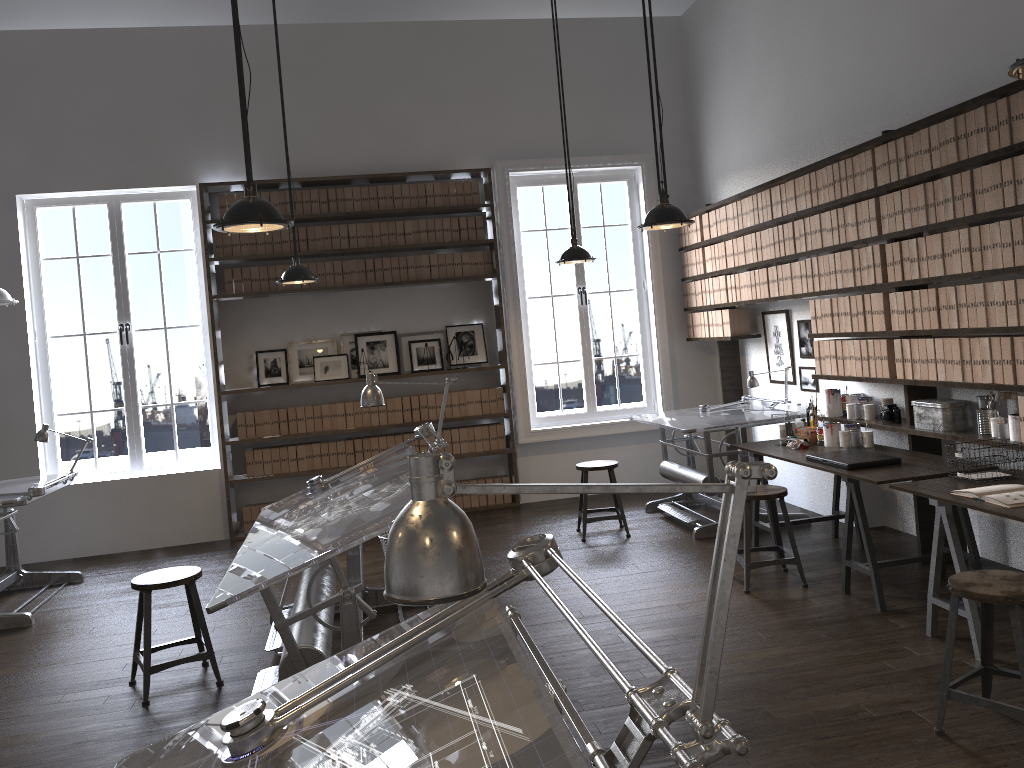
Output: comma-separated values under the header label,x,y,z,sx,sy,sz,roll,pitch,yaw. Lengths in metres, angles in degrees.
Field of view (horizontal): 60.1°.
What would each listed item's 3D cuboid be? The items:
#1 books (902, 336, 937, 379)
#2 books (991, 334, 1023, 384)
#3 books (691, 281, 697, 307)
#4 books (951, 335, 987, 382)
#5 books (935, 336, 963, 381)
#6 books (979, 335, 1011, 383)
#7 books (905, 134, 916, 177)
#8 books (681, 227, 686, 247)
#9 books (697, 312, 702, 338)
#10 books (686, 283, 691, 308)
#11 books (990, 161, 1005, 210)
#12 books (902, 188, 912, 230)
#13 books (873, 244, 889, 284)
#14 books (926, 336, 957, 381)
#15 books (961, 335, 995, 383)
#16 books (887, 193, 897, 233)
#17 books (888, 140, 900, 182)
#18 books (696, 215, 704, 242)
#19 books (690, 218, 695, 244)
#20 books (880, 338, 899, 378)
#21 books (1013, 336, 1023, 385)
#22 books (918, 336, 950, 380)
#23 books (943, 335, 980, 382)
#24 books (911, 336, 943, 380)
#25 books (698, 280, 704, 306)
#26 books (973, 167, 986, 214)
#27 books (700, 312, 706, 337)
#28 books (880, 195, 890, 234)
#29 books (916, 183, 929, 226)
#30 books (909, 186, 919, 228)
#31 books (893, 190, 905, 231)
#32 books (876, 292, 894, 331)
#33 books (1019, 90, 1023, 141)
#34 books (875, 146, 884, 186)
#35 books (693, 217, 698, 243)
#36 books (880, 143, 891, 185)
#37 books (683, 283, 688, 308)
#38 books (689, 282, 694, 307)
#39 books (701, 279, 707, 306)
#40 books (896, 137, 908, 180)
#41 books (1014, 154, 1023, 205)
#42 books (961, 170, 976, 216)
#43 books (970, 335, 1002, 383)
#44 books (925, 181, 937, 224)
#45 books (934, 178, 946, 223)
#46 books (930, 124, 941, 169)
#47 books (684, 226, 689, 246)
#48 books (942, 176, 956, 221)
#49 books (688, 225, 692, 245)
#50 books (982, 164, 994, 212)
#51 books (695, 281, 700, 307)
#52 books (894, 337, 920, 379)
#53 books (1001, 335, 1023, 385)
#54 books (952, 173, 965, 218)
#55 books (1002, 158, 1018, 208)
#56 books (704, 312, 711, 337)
label,x,y,z,sx,sy,sz,roll,pitch,yaw
books,2.275,-0.145,4.923,0.174,0.225,0.066,-5,0,-10
books,2.401,-0.119,4.243,0.175,0.225,0.066,-5,0,-10
books,1.698,-0.804,7.874,0.174,0.225,0.066,-5,0,-10
books,2.345,-0.129,4.517,0.175,0.226,0.067,-5,0,-10
books,2.325,-0.134,4.645,0.175,0.225,0.066,-5,0,-10
books,2.384,-0.121,4.312,0.174,0.225,0.066,-5,0,-10
books,2.215,-1.227,4.752,0.174,0.225,0.066,-5,0,-10
books,1.626,-1.357,7.998,0.175,0.225,0.066,-5,0,-10
books,1.733,-0.525,7.801,0.175,0.226,0.067,-5,0,-10
books,1.677,-0.809,8.014,0.175,0.225,0.066,-5,0,-10
books,2.342,-0.927,4.136,0.175,0.226,0.067,-5,0,-10
books,2.224,-0.953,4.813,0.175,0.225,0.066,-5,0,-10
books,2.195,-0.699,5.124,0.175,0.225,0.066,-5,0,-10
books,2.310,-0.137,4.716,0.175,0.226,0.067,-5,0,-10
books,2.363,-0.127,4.452,0.175,0.225,0.066,-5,0,-10
books,2.201,-0.959,4.954,0.175,0.225,0.066,-5,0,-10
books,2.182,-1.232,4.891,0.175,0.225,0.066,-5,0,-10
books,1.691,-1.344,7.649,0.175,0.225,0.066,-5,0,-10
books,1.668,-1.350,7.790,0.175,0.225,0.066,-5,0,-10
books,2.237,-0.152,5.125,0.175,0.226,0.067,-5,0,-10
books,2.427,-0.113,4.096,0.175,0.225,0.066,-5,0,-10
books,2.302,-0.140,4.786,0.175,0.225,0.066,-5,0,-10
books,2.338,-0.132,4.584,0.175,0.225,0.066,-5,0,-10
books,2.291,-0.142,4.855,0.174,0.225,0.066,-5,0,-10
books,1.723,-0.798,7.730,0.175,0.226,0.067,-5,0,-10
books,2.326,-0.932,4.264,0.175,0.225,0.066,-5,0,-10
books,1.746,-0.522,7.730,0.175,0.225,0.066,-5,0,-10
books,2.190,-0.962,5.023,0.174,0.225,0.066,-5,0,-10
books,2.244,-0.948,4.685,0.175,0.226,0.067,-5,0,-10
books,2.237,-0.951,4.752,0.175,0.225,0.066,-5,0,-10
books,2.209,-0.956,4.884,0.175,0.226,0.067,-5,0,-10
books,2.213,-0.422,5.120,0.175,0.226,0.067,-5,0,-10
books,2.355,-1.195,3.927,0.175,0.225,0.066,-5,0,-10
books,2.163,-1.238,5.025,0.175,0.225,0.066,-5,0,-10
books,1.677,-1.347,7.720,0.175,0.226,0.067,-5,0,-10
books,2.170,-1.235,4.962,0.175,0.226,0.067,-5,0,-10
books,1.659,-0.811,8.079,0.175,0.226,0.067,-5,0,-10
books,1.689,-0.807,7.944,0.174,0.225,0.066,-5,0,-10
books,1.741,-0.796,7.658,0.175,0.225,0.066,-5,0,-10
books,2.199,-1.230,4.820,0.174,0.225,0.066,-5,0,-10
books,2.371,-0.922,3.994,0.174,0.225,0.066,-5,0,-10
books,2.307,-0.935,4.335,0.175,0.226,0.067,-5,0,-10
books,2.375,-0.124,4.382,0.174,0.225,0.066,-5,0,-10
books,2.261,-0.946,4.620,0.175,0.225,0.066,-5,0,-10
books,2.274,-0.943,4.550,0.174,0.225,0.066,-5,0,-10
books,2.248,-1.219,4.542,0.175,0.225,0.066,-5,0,-10
books,1.642,-1.355,7.927,0.174,0.225,0.066,-5,0,-10
books,2.282,-0.940,4.479,0.174,0.225,0.066,-5,0,-10
books,1.658,-1.352,7.859,0.174,0.225,0.066,-5,0,-10
books,2.335,-0.930,4.199,0.175,0.225,0.066,-5,0,-10
books,1.715,-0.802,7.805,0.175,0.225,0.066,-5,0,-10
books,2.259,-0.147,4.994,0.175,0.225,0.066,-5,0,-10
books,2.408,-0.116,4.168,0.175,0.226,0.067,-5,0,-10
books,2.299,-0.938,4.410,0.175,0.225,0.066,-5,0,-10
books,2.355,-0.924,4.064,0.175,0.225,0.066,-5,0,-10
books,1.762,-0.519,7.659,0.174,0.225,0.066,-5,0,-10
